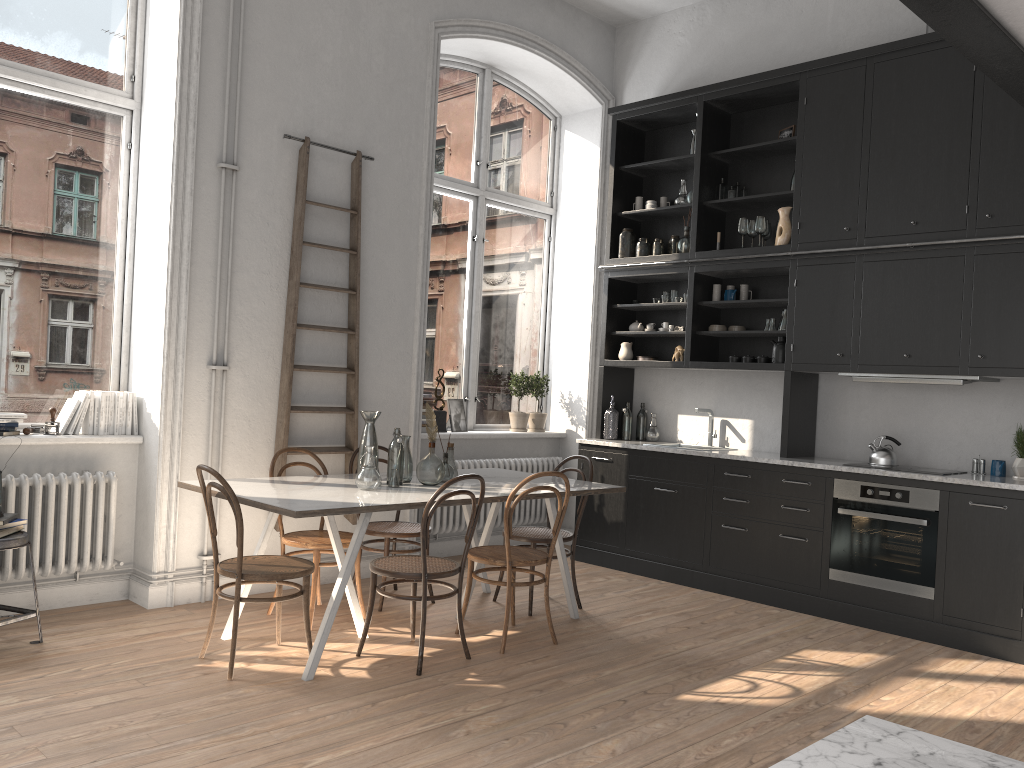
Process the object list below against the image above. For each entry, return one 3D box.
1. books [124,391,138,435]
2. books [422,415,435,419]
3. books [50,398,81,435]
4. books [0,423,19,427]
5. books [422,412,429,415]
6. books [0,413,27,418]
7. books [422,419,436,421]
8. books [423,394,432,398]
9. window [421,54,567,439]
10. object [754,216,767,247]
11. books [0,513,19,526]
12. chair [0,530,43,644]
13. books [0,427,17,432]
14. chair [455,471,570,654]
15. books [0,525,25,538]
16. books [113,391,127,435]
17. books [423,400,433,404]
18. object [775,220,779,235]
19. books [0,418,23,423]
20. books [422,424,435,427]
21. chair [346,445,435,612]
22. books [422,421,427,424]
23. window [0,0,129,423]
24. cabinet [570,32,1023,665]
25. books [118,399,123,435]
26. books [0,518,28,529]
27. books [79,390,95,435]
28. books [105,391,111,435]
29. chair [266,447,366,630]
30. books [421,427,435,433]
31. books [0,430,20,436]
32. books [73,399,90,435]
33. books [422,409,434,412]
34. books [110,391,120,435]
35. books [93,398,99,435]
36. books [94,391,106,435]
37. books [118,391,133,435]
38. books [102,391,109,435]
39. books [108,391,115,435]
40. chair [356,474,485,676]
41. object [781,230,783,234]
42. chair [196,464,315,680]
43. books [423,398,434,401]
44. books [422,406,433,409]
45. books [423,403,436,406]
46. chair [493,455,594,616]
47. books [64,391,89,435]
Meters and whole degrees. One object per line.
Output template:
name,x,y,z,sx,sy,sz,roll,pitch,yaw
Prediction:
books,-2.221,0.169,5.149,0.174,0.244,0.040,3,0,45
books,-0.728,0.241,6.636,0.193,0.028,0.245,3,0,40
books,-2.470,0.178,4.907,0.155,0.194,0.105,3,0,44
books,-2.709,0.209,4.642,0.221,0.023,0.147,3,0,-29
books,-0.720,0.217,6.636,0.205,0.022,0.155,3,0,-31
books,-2.697,0.164,4.663,0.244,0.019,0.174,3,0,-35
books,-0.728,0.262,6.636,0.255,0.014,0.192,3,0,-42
books,-0.725,0.086,6.638,0.159,0.024,0.201,3,0,35
window,2.251,-5.295,13.771,26.391,15.936,14.388,3,0,45
object,1.730,-1.055,6.183,0.083,0.221,0.083,3,0,1
books,-2.433,0.637,4.171,0.147,0.027,0.221,3,0,-13
chair,-2.445,0.960,4.126,0.360,0.523,0.364,3,0,19
books,-2.713,0.231,4.642,0.205,0.022,0.155,3,0,-25
chair,0.011,0.889,4.661,0.438,0.920,0.549,3,0,-34
books,-2.443,0.685,4.160,0.194,0.034,0.246,3,0,-5
books,-2.276,0.166,5.125,0.175,0.243,0.024,3,0,45
books,-0.726,0.129,6.626,0.231,0.023,0.162,3,0,-29
object,1.906,-1.046,6.286,0.083,0.221,0.083,3,1,44
books,-2.698,0.189,4.635,0.155,0.020,0.205,3,0,35
books,-0.726,0.305,6.618,0.175,0.023,0.249,3,0,41
chair,-0.738,0.852,5.402,0.438,0.920,0.549,3,0,-38
books,-0.725,0.281,6.618,0.249,0.023,0.175,3,0,-44
window,-2.878,-1.214,4.645,0.013,2.843,1.623,3,1,45
cabinet,1.898,-0.346,6.001,3.250,3.583,0.635,3,0,45
books,-2.279,0.184,5.094,0.155,0.205,0.020,3,0,45
books,-2.435,0.659,4.170,0.162,0.029,0.232,3,0,16
books,-2.402,0.159,4.999,0.175,0.243,0.024,3,0,45
books,-2.335,0.163,5.059,0.174,0.244,0.019,3,0,45
chair,-1.087,0.833,4.941,0.549,0.920,0.438,3,0,43
books,-0.730,0.337,6.618,0.192,0.043,0.248,3,0,45
books,-2.721,0.253,4.640,0.221,0.023,0.147,3,0,4
books,-2.422,0.178,4.951,0.155,0.203,0.072,3,0,45
books,-0.721,0.193,6.642,0.158,0.024,0.222,3,0,45
books,-2.293,0.165,5.077,0.174,0.244,0.019,3,0,45
books,-2.370,0.180,5.003,0.155,0.205,0.020,3,0,45
books,-2.346,0.162,5.011,0.175,0.243,0.024,3,0,45
books,-2.244,0.167,5.128,0.175,0.243,0.024,3,0,45
books,-2.337,0.162,5.033,0.174,0.244,0.019,3,0,45
books,-2.323,0.163,5.077,0.175,0.243,0.024,3,0,45
chair,-0.427,0.866,4.272,0.549,0.920,0.438,3,0,40
object,1.880,-1.029,6.184,0.046,0.186,0.046,3,0,17
chair,-1.185,0.827,4.092,0.549,0.920,0.437,3,0,-37
books,-0.715,0.108,6.635,0.155,0.020,0.205,3,0,45
books,-0.718,0.172,6.635,0.155,0.022,0.205,3,0,40
books,-0.721,0.151,6.632,0.174,0.019,0.244,3,0,45
chair,0.206,0.900,5.455,0.549,0.920,0.437,3,0,-33
books,-2.438,0.160,4.932,0.174,0.235,0.100,3,0,45
